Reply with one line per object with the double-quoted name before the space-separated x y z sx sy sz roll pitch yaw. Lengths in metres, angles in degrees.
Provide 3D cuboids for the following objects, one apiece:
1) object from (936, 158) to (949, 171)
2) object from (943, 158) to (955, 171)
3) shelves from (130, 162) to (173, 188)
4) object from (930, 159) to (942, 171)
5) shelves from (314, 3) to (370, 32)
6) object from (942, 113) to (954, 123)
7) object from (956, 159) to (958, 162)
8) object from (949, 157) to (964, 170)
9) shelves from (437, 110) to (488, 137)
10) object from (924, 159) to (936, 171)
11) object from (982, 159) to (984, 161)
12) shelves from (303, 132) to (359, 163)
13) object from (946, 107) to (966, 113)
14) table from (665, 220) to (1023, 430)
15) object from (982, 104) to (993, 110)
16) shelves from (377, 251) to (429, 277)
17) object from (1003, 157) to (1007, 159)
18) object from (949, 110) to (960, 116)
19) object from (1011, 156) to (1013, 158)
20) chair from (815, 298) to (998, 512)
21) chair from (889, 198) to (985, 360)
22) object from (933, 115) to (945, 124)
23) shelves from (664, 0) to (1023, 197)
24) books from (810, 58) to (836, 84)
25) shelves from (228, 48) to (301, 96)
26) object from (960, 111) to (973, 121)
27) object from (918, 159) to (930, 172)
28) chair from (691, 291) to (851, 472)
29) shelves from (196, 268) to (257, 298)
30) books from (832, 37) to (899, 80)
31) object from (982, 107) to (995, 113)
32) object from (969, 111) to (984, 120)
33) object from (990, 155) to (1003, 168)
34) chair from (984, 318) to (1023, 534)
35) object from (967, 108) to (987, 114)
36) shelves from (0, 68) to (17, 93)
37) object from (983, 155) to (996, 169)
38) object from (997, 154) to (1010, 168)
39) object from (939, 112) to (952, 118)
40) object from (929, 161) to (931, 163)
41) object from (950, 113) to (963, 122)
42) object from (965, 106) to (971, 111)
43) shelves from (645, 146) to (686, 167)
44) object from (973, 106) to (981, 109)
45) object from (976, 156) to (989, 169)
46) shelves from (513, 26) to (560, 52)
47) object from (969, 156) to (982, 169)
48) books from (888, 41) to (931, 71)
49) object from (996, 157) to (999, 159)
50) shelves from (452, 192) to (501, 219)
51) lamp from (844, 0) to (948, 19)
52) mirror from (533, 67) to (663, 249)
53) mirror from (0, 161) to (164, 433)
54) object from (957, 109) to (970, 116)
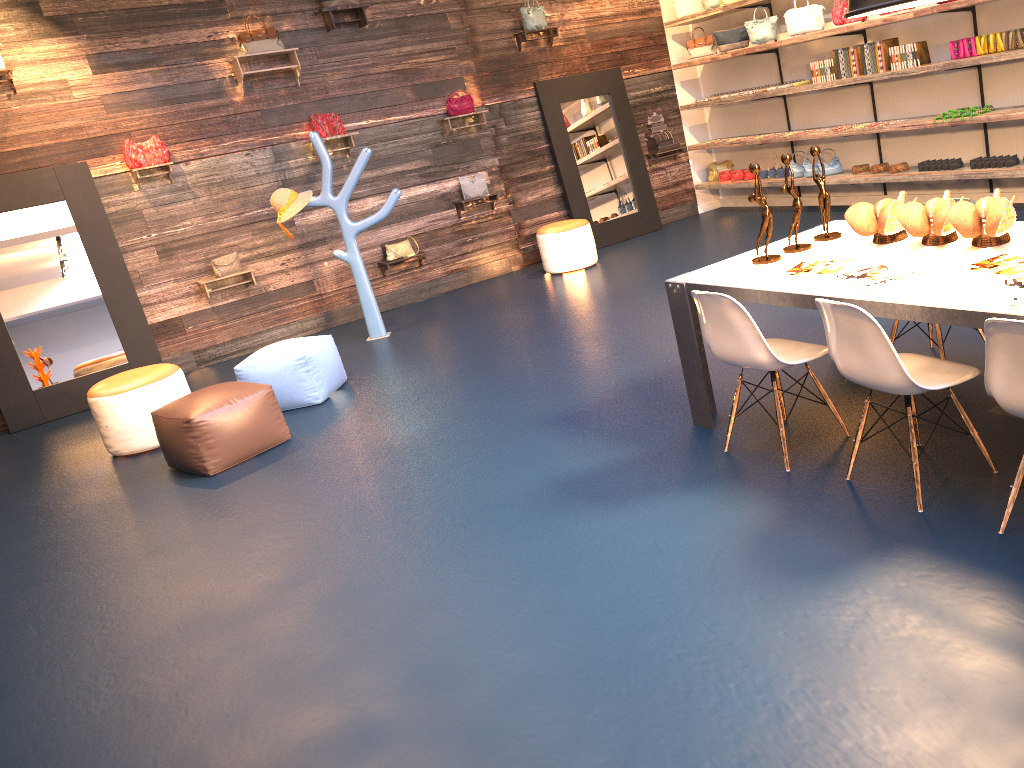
"object" 4.044 -2.057 8.135 0.201 0.087 0.061 -21 18 -29
"object" 4.075 -2.046 8.081 0.201 0.087 0.061 -21 18 -29
"shelves" -3.008 -1.752 7.298 0.328 0.156 0.228 -21 19 -29
"object" 4.011 -2.068 8.192 0.201 0.087 0.061 -21 18 -29
"shelves" -1.559 -3.412 8.099 0.488 0.177 0.228 -21 19 -29
"object" 3.891 -2.375 7.755 0.254 0.057 0.077 -23 19 -34
"object" 4.103 -2.061 8.015 0.051 0.022 0.011 -22 18 -31
"object" 4.108 -2.036 8.026 0.201 0.087 0.061 -21 18 -29
"shelves" -0.483 -2.674 8.925 0.535 0.183 0.187 -21 18 -30
"object" 3.979 -2.078 8.247 0.201 0.087 0.061 -21 18 -29
"object" 4.234 -2.018 7.792 0.051 0.022 0.011 -22 18 -31
"shelves" -1.669 -2.214 8.150 0.488 0.209 0.227 -21 18 -29
"object" 4.043 -2.488 7.927 0.236 0.053 0.085 -11 16 -1
"table" 1.930 -0.162 3.568 1.334 0.735 2.360 -20 19 -27
"object" 4.208 -2.450 7.700 0.078 0.067 0.257 1 20 38
"shelves" -1.067 -1.191 8.663 0.488 0.156 0.228 -21 19 -30
"object" 4.331 -1.986 7.626 0.051 0.022 0.011 -22 18 -31
"object" 3.975 -2.420 7.752 0.253 0.067 0.078 -19 17 -24
"object" 4.363 -1.975 7.571 0.051 0.022 0.011 -22 18 -31
"chair" 1.457 -0.003 3.254 0.580 0.795 0.439 -19 17 -21
"chair" 2.134 -0.488 4.392 0.586 0.795 0.434 -21 17 -27
"object" 3.841 -2.387 7.825 0.254 0.057 0.077 -23 19 -34
"shelves" 2.663 -0.627 1.763 9.334 2.212 15.655 -20 19 -27
"books" 3.223 -3.199 8.852 0.194 0.208 0.296 -21 18 -26
"shelves" -2.171 -2.785 7.752 0.603 0.314 0.227 -22 18 -30
"object" 3.975 -2.347 7.610 0.254 0.057 0.077 -23 19 -34
"object" 3.947 -2.089 8.300 0.201 0.087 0.061 -21 18 -29
"chair" 1.106 -0.092 3.769 0.588 0.795 0.432 -22 18 -29
"shelves" -2.525 -0.899 7.716 0.488 0.142 0.228 -21 19 -30
"books" 3.462 -3.174 8.481 0.258 0.286 0.594 -21 19 -28
"object" 4.153 -2.386 7.623 0.254 0.057 0.077 -23 19 -34
"object" 4.006 -2.329 7.530 0.254 0.057 0.077 -23 19 -34
"object" 4.304 -1.971 7.691 0.201 0.087 0.061 -21 18 -29
"chair" 1.767 0.100 2.723 0.588 0.795 0.432 -22 18 -29
"object" 4.060 -2.393 7.607 0.253 0.067 0.079 -19 17 -24
"shelves" -4.018 -2.262 6.568 0.488 0.156 0.228 -21 19 -30
"object" 4.272 -1.982 7.747 0.201 0.087 0.061 -21 18 -29
"object" 4.335 -1.960 7.637 0.201 0.087 0.061 -21 18 -29
"object" 3.907 -2.426 7.813 0.254 0.063 0.078 -20 18 -26
"object" 3.974 -2.104 8.236 0.051 0.022 0.011 -22 18 -31
"object" 3.922 -2.357 7.675 0.254 0.057 0.077 -23 19 -34
"object" 4.122 -2.476 7.845 0.076 0.074 0.257 4 22 44
"shelves" 1.865 -2.741 10.478 0.488 0.156 0.228 -21 19 -30
"object" 4.139 -2.455 7.762 0.078 0.072 0.256 0 20 37
"object" 4.239 -1.993 7.803 0.201 0.087 0.061 -21 18 -29
"shelves" 0.286 -3.699 9.309 0.488 0.176 0.228 -21 19 -30
"object" 4.207 -2.003 7.856 0.201 0.087 0.061 -21 18 -29
"books" 3.710 -3.064 8.106 0.196 0.211 0.306 -21 19 -27
"object" 4.299 -1.996 7.679 0.051 0.022 0.011 -22 18 -31
"shelves" -0.349 -1.865 9.078 0.488 0.182 0.228 -21 18 -29
"lamp" 1.391 -2.197 3.018 0.690 1.635 0.715 -12 16 7
"mirror" 1.014 -2.571 9.926 1.250 1.904 0.248 -22 17 -30
"mirror" -3.702 -0.716 6.948 1.250 1.904 0.248 -22 17 -30
"object" 3.992 -2.399 7.669 0.253 0.063 0.080 -19 17 -24
